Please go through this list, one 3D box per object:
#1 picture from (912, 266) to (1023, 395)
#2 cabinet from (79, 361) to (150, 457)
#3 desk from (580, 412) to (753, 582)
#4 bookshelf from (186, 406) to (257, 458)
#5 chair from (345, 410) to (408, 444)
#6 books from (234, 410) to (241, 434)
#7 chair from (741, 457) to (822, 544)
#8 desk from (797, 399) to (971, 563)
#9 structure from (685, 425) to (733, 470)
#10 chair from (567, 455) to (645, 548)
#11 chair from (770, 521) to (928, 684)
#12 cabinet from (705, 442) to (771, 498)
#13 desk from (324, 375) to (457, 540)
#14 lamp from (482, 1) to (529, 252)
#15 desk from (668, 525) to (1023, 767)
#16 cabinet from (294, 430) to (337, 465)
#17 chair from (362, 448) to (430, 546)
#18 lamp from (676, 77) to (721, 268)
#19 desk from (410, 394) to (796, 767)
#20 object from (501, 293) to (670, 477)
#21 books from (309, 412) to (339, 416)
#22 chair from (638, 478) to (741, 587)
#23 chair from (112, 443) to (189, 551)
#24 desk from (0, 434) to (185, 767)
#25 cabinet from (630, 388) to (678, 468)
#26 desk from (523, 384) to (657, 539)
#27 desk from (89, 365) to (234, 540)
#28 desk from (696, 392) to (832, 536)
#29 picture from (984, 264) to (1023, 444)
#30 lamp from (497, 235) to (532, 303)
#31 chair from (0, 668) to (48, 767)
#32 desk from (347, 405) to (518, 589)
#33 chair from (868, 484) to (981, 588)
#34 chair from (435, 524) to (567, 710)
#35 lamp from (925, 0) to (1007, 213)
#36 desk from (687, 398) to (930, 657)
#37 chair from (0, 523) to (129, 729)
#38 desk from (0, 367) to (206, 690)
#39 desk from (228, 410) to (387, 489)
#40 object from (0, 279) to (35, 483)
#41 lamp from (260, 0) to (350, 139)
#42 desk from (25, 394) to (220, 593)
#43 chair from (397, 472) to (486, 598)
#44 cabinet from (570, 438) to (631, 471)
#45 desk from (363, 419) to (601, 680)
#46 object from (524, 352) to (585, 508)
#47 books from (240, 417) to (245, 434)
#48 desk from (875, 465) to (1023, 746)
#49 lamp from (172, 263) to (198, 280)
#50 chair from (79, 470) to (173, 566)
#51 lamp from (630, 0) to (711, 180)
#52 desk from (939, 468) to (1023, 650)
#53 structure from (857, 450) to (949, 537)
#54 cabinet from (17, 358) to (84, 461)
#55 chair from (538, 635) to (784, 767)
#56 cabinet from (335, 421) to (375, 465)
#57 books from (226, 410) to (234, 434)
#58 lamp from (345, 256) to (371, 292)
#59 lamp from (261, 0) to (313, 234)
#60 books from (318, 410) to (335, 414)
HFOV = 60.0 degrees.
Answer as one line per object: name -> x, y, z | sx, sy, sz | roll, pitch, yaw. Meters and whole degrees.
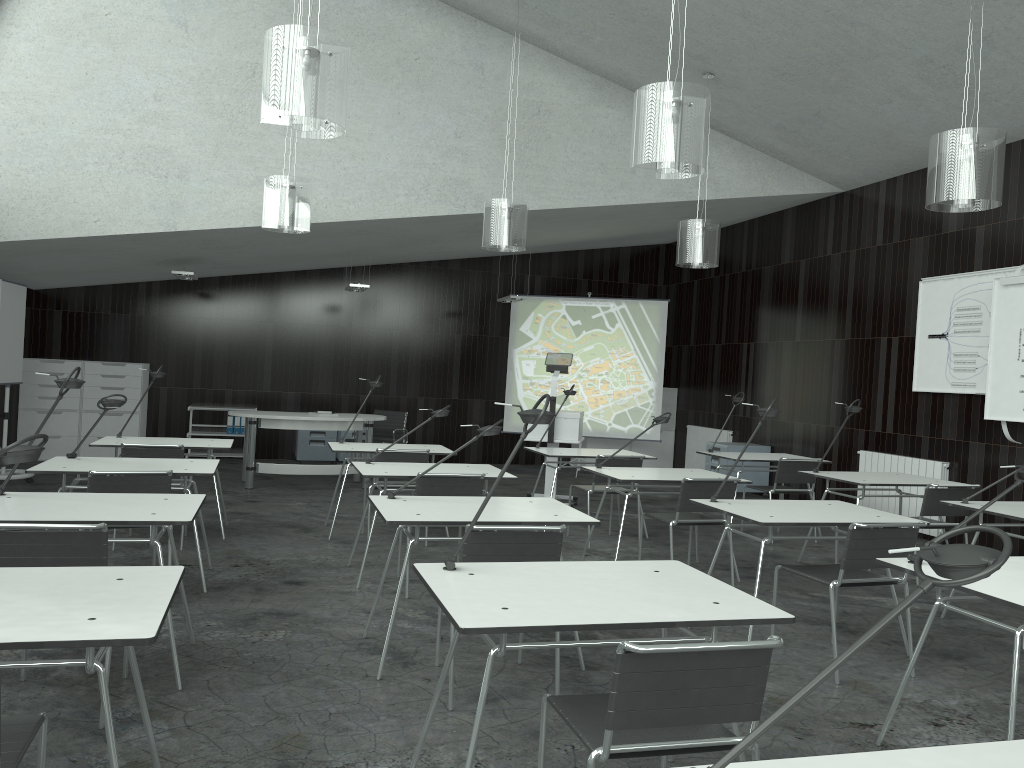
picture -> 4.064, -0.430, 5.946 | 0.050, 1.102, 3.818 | 3, 1, -16
cabinet -> -4.732, 0.359, 10.576 | 0.639, 1.292, 0.587 | 3, 1, -16
desk -> 0.977, 0.790, 5.760 | 0.900, 1.153, 0.700 | 3, 1, -16
bookshelf -> -3.594, 0.692, 10.995 | 0.817, 0.739, 0.403 | 3, 1, -16
chair -> -1.578, 0.764, 10.378 | 0.560, 0.825, 0.587 | 3, 1, 23
books -> -3.417, 0.525, 11.047 | 0.072, 0.320, 0.262 | 3, 1, -16
chair -> 2.222, 1.030, 7.319 | 0.428, 0.765, 0.555 | 3, 1, -18
desk -> 2.582, 0.787, 6.203 | 0.900, 1.321, 0.700 | 3, 1, -17
structure -> 2.476, 0.961, 11.273 | 0.079, 0.688, 1.129 | 3, 1, -16
chair -> 0.713, 0.956, 6.757 | 0.428, 0.765, 0.555 | 3, 1, -18
chair -> 1.516, 1.031, 4.023 | 0.428, 0.765, 0.555 | 3, 1, -20
cabinet -> 2.549, 1.079, 10.057 | 0.598, 0.648, 0.502 | 3, 1, -16
desk -> -0.924, 0.593, 6.715 | 0.900, 1.321, 0.700 | 3, 1, -15
lamp -> -0.003, -2.342, 7.003 | 0.350, 2.307, 0.359 | 3, 1, -16
desk -> 0.669, 0.827, 1.132 | 0.900, 1.153, 0.700 | 3, 1, -16
cabinet -> -2.477, 0.797, 11.217 | 0.502, 0.648, 0.598 | 3, 1, -16
chair -> -0.845, 0.877, 6.418 | 0.428, 0.765, 0.555 | 3, 1, -17
lamp -> 1.606, -1.988, 7.463 | 0.350, 1.761, 0.359 | 3, 1, -16
desk -> 0.215, 0.703, 2.519 | 0.900, 1.321, 0.700 | 3, 1, -16
object -> 0.910, -0.004, 11.299 | 2.051, 2.602, 0.673 | 3, 1, 9
books -> -1.948, 0.343, 9.168 | 0.210, 0.021, 0.297 | 3, 1, -33
chair -> 1.090, 0.991, 5.477 | 0.428, 0.765, 0.555 | 3, 1, -19
chair -> -2.377, 0.801, 5.906 | 0.428, 0.765, 0.555 | 3, 1, -14
desk -> -1.290, 0.711, 2.101 | 0.900, 1.153, 0.700 | 3, 1, -15
cabinet -> 1.862, 0.687, 12.432 | 0.639, 1.285, 0.587 | 3, 1, -16
desk -> 0.614, 0.670, 7.158 | 0.900, 1.321, 0.700 | 3, 1, -16
desk -> -2.462, 0.515, 6.313 | 0.900, 1.321, 0.700 | 3, 1, -16
desk -> 2.141, 0.747, 7.597 | 0.900, 1.321, 0.700 | 3, 1, -16
picture -> 3.875, -0.248, 6.187 | 0.254, 1.508, 1.191 | 3, 1, -16
lamp -> 0.099, -2.862, 10.253 | 0.212, 3.595, 0.600 | 3, 1, -16
chair -> -1.199, 0.912, 1.778 | 0.428, 0.765, 0.555 | 3, 1, -17
desk -> -0.495, 0.716, 5.364 | 0.900, 1.153, 0.700 | 3, 1, -16
chair -> 2.691, 1.073, 5.805 | 0.428, 0.765, 0.555 | 3, 1, -17
chair -> -0.057, 0.953, 3.516 | 0.428, 0.765, 0.555 | 3, 1, -14
lamp -> 2.402, -1.912, 4.621 | 0.350, 1.761, 0.359 | 3, 1, -16
desk -> 1.427, 0.746, 4.345 | 0.900, 1.321, 0.700 | 3, 1, -16
chair -> -1.593, 0.875, 3.118 | 0.428, 0.765, 0.555 | 3, 1, -12
desk -> -1.703, 0.589, 3.482 | 0.900, 1.321, 0.700 | 3, 1, -15
desk -> -2.077, 0.756, 9.064 | 1.600, 0.818, 0.910 | 3, 1, -21
object -> -4.736, -0.015, 8.306 | 0.553, 2.091, 0.560 | 4, 1, 38
lamp -> -0.800, -2.617, 3.705 | 0.350, 2.848, 0.359 | 3, 1, -16
desk -> -2.102, 0.635, 4.884 | 0.900, 1.153, 0.700 | 3, 1, -16
chair -> -0.412, 0.915, 5.084 | 0.428, 0.765, 0.555 | 3, 1, -16
cabinet -> 1.240, 0.656, 12.257 | 0.639, 1.285, 0.587 | 3, 1, -16
desk -> -0.156, 0.751, 3.919 | 0.900, 1.153, 0.700 | 3, 1, -15
object -> 0.393, 0.485, 8.386 | 0.559, 1.639, 0.680 | 3, 1, 8
books -> -3.345, 0.529, 11.068 | 0.072, 0.320, 0.262 | 3, 1, -16
desk -> 1.814, 0.867, 2.969 | 0.900, 1.153, 0.700 | 3, 1, -16
lamp -> -3.335, -3.034, 9.287 | 0.212, 3.595, 0.600 | 3, 1, -16
chair -> -1.978, 0.838, 4.523 | 0.428, 0.765, 0.555 | 3, 1, -28
lamp -> 0.793, -2.266, 4.161 | 0.350, 2.307, 0.359 | 3, 1, -16
desk -> 2.922, 0.905, 4.791 | 0.900, 1.153, 0.700 | 3, 1, -16
structure -> 3.428, 1.051, 7.876 | 0.079, 0.688, 1.129 | 3, 1, -16
cabinet -> -5.355, 0.328, 10.401 | 0.639, 1.292, 0.587 | 3, 1, -16
chair -> 0.332, 0.989, 2.158 | 0.428, 0.765, 0.555 | 3, 1, -16
cabinet -> -1.982, 0.822, 11.356 | 0.502, 0.648, 0.598 | 3, 1, -16
books -> -3.500, 0.521, 11.024 | 0.072, 0.320, 0.262 | 3, 1, -16
lamp -> -1.618, -2.948, 9.770 | 0.212, 3.595, 0.600 | 3, 1, -16
lamp -> -1.596, -2.693, 6.547 | 0.350, 2.848, 0.359 | 3, 1, -16
books -> -1.915, 0.320, 9.135 | 0.164, 0.032, 0.183 | 3, 1, -3
